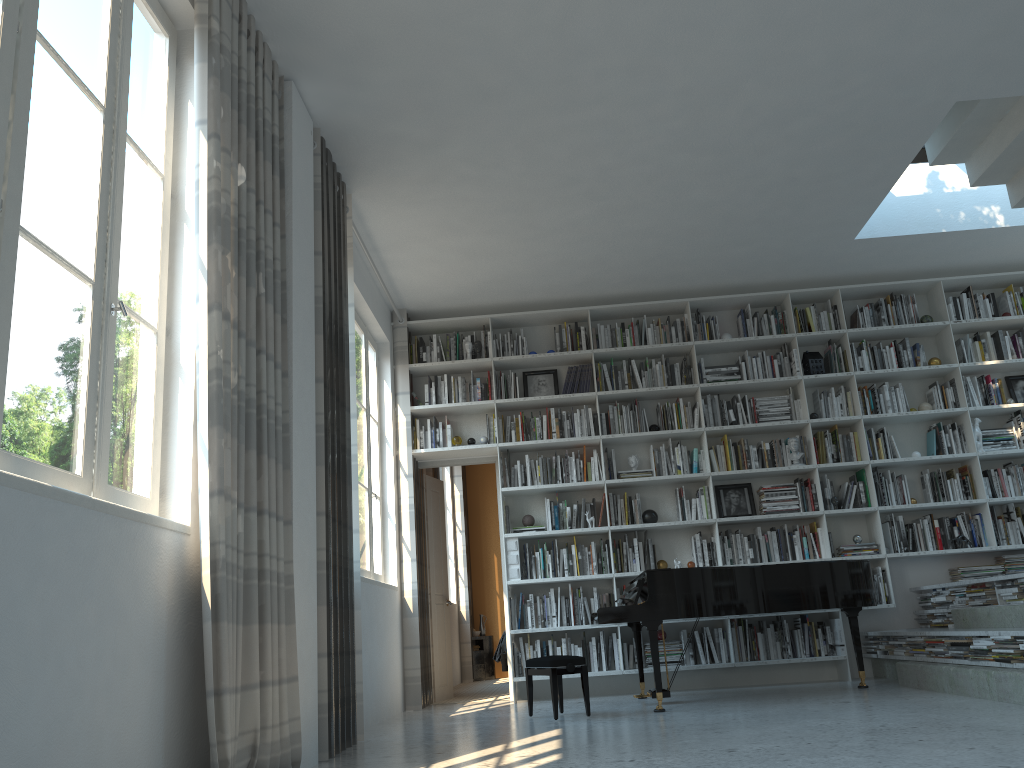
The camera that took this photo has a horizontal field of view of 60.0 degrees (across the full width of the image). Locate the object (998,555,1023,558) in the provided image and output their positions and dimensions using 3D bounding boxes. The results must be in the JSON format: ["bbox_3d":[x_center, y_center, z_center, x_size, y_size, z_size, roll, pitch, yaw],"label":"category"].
[{"bbox_3d":[3.969,1.356,6.976,0.254,0.005,0.161,-5,-16,3],"label":"object"}]

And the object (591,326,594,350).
[{"bbox_3d":[0.685,-0.365,7.630,0.012,0.284,0.160,-4,-15,2],"label":"object"}]

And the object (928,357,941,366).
[{"bbox_3d":[3.490,-0.170,7.320,0.100,0.101,0.101,2,-17,-19],"label":"object"}]

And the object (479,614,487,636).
[{"bbox_3d":[-0.374,3.041,11.182,0.091,0.267,0.091,10,-20,-40],"label":"object"}]

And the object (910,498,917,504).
[{"bbox_3d":[3.207,0.950,7.106,0.071,0.072,0.071,8,-20,-37],"label":"object"}]

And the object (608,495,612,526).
[{"bbox_3d":[0.796,1.054,7.251,0.012,0.269,0.131,-4,-15,2],"label":"object"}]

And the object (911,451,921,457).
[{"bbox_3d":[3.267,0.580,7.167,0.071,0.072,0.071,8,-20,-37],"label":"object"}]

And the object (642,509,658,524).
[{"bbox_3d":[1.118,1.084,7.187,0.134,0.135,0.134,8,-20,-37],"label":"object"}]

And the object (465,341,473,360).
[{"bbox_3d":[-0.365,-0.268,7.509,0.068,0.197,0.067,11,-21,-43],"label":"object"}]

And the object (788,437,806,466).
[{"bbox_3d":[2.280,0.554,7.142,0.137,0.243,0.138,6,-18,-31],"label":"object"}]

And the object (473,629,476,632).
[{"bbox_3d":[-0.507,3.135,11.180,0.106,0.103,0.106,-7,-16,9],"label":"object"}]

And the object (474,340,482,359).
[{"bbox_3d":[-0.284,-0.275,7.506,0.068,0.197,0.067,11,-21,-43],"label":"object"}]

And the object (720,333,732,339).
[{"bbox_3d":[1.817,-0.380,7.521,0.105,0.105,0.105,2,-17,-19],"label":"object"}]

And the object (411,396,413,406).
[{"bbox_3d":[-0.862,0.102,7.574,0.035,0.294,0.177,-4,-16,2],"label":"object"}]

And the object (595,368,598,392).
[{"bbox_3d":[0.711,0.002,7.529,0.012,0.253,0.161,-4,-16,2],"label":"object"}]

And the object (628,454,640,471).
[{"bbox_3d":[1.006,0.652,7.332,0.095,0.156,0.121,-8,-16,15],"label":"object"}]

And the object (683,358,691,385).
[{"bbox_3d":[1.459,-0.097,7.362,0.075,0.254,0.075,1,-16,-18],"label":"object"}]

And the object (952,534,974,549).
[{"bbox_3d":[3.487,1.220,6.859,0.160,0.113,0.065,-1,-16,-10],"label":"object"}]

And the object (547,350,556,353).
[{"bbox_3d":[0.336,-0.250,7.580,0.082,0.083,0.083,2,-17,-19],"label":"object"}]

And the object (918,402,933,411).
[{"bbox_3d":[3.406,0.208,7.308,0.111,0.112,0.112,2,-17,-19],"label":"object"}]

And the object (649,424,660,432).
[{"bbox_3d":[1.179,0.382,7.354,0.097,0.098,0.097,8,-20,-37],"label":"object"}]

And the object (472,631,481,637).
[{"bbox_3d":[-0.449,3.119,11.062,0.118,0.061,0.118,-7,-16,9],"label":"object"}]

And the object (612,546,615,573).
[{"bbox_3d":[0.809,1.411,7.141,0.012,0.253,0.161,-4,-16,2],"label":"object"}]

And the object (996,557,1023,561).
[{"bbox_3d":[3.970,1.372,6.974,0.254,0.005,0.161,-5,-16,2],"label":"object"}]

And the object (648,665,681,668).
[{"bbox_3d":[1.185,2.196,6.901,0.254,0.007,0.161,-5,-16,5],"label":"object"}]

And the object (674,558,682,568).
[{"bbox_3d":[1.316,1.426,7.025,0.060,0.094,0.078,-9,-16,18],"label":"object"}]

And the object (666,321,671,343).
[{"bbox_3d":[1.339,-0.398,7.600,0.010,0.246,0.157,-4,-16,2],"label":"object"}]

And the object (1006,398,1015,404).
[{"bbox_3d":[4.061,0.158,7.256,0.092,0.092,0.092,8,-20,-37],"label":"object"}]

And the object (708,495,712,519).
[{"bbox_3d":[1.599,1.018,7.220,0.017,0.215,0.104,-4,-15,2],"label":"object"}]

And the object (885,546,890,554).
[{"bbox_3d":[2.951,1.321,7.015,0.071,0.072,0.071,8,-20,-37],"label":"object"}]

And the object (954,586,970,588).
[{"bbox_3d":[3.265,1.440,6.307,0.144,0.005,0.258,-5,-16,2],"label":"object"}]

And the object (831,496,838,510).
[{"bbox_3d":[2.551,0.942,6.996,0.054,0.113,0.079,-4,-16,1],"label":"object"}]

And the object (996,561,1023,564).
[{"bbox_3d":[3.969,1.398,6.967,0.254,0.005,0.161,-5,-16,2],"label":"object"}]

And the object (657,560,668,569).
[{"bbox_3d":[1.200,1.453,7.093,0.091,0.091,0.091,2,-17,-19],"label":"object"}]

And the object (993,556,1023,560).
[{"bbox_3d":[3.970,1.362,6.978,0.285,0.005,0.160,-5,-16,2],"label":"object"}]

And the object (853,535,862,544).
[{"bbox_3d":[2.717,1.220,6.974,0.071,0.072,0.071,8,-20,-37],"label":"object"}]

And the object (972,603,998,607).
[{"bbox_3d":[3.249,1.491,5.995,0.145,0.010,0.267,-3,-16,-2],"label":"object"}]

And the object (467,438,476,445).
[{"bbox_3d":[-0.340,0.486,7.437,0.071,0.072,0.072,2,-17,-19],"label":"object"}]

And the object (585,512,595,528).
[{"bbox_3d":[0.622,1.083,7.071,0.081,0.139,0.044,0,-16,-14],"label":"object"}]

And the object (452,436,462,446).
[{"bbox_3d":[-0.458,0.475,7.396,0.087,0.087,0.087,8,-20,-37],"label":"object"}]

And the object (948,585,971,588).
[{"bbox_3d":[3.250,1.435,6.309,0.159,0.007,0.286,-4,-16,-1],"label":"object"}]

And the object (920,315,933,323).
[{"bbox_3d":[3.465,-0.525,7.412,0.104,0.105,0.104,8,-20,-37],"label":"object"}]

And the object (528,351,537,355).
[{"bbox_3d":[0.179,-0.237,7.585,0.082,0.083,0.083,2,-17,-19],"label":"object"}]

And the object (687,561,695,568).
[{"bbox_3d":[1.422,1.439,7.040,0.061,0.062,0.061,8,-20,-37],"label":"object"}]

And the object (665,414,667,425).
[{"bbox_3d":[1.278,0.326,7.416,0.010,0.225,0.143,-4,-16,2],"label":"object"}]

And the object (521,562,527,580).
[{"bbox_3d":[0.092,1.481,7.014,0.045,0.146,0.045,-17,-20,39],"label":"object"}]

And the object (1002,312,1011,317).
[{"bbox_3d":[4.118,-0.561,7.384,0.071,0.072,0.071,8,-20,-37],"label":"object"}]

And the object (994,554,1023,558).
[{"bbox_3d":[3.968,1.348,6.969,0.285,0.005,0.160,-6,-16,7],"label":"object"}]

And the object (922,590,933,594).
[{"bbox_3d":[3.299,1.607,6.879,0.131,0.024,0.291,-5,-16,4],"label":"object"}]

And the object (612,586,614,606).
[{"bbox_3d":[0.810,1.759,7.068,0.017,0.289,0.089,-4,-15,2],"label":"object"}]

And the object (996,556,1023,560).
[{"bbox_3d":[3.970,1.367,6.976,0.254,0.005,0.161,-5,-16,2],"label":"object"}]

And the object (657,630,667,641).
[{"bbox_3d":[1.164,1.964,6.928,0.086,0.087,0.086,2,-17,-19],"label":"object"}]

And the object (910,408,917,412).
[{"bbox_3d":[3.291,0.231,7.283,0.068,0.068,0.068,2,-17,-19],"label":"object"}]

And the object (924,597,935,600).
[{"bbox_3d":[3.298,1.657,6.866,0.135,0.011,0.222,-6,-16,6],"label":"object"}]

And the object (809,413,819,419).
[{"bbox_3d":[2.467,0.270,7.245,0.071,0.072,0.071,8,-20,-37],"label":"object"}]

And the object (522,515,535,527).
[{"bbox_3d":[0.134,1.119,7.233,0.105,0.106,0.105,2,-17,-19],"label":"object"}]

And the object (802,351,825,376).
[{"bbox_3d":[2.509,-0.159,7.389,0.135,0.247,0.136,-2,-16,-8],"label":"object"}]

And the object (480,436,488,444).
[{"bbox_3d":[-0.235,0.472,7.413,0.071,0.072,0.072,2,-17,-19],"label":"object"}]
